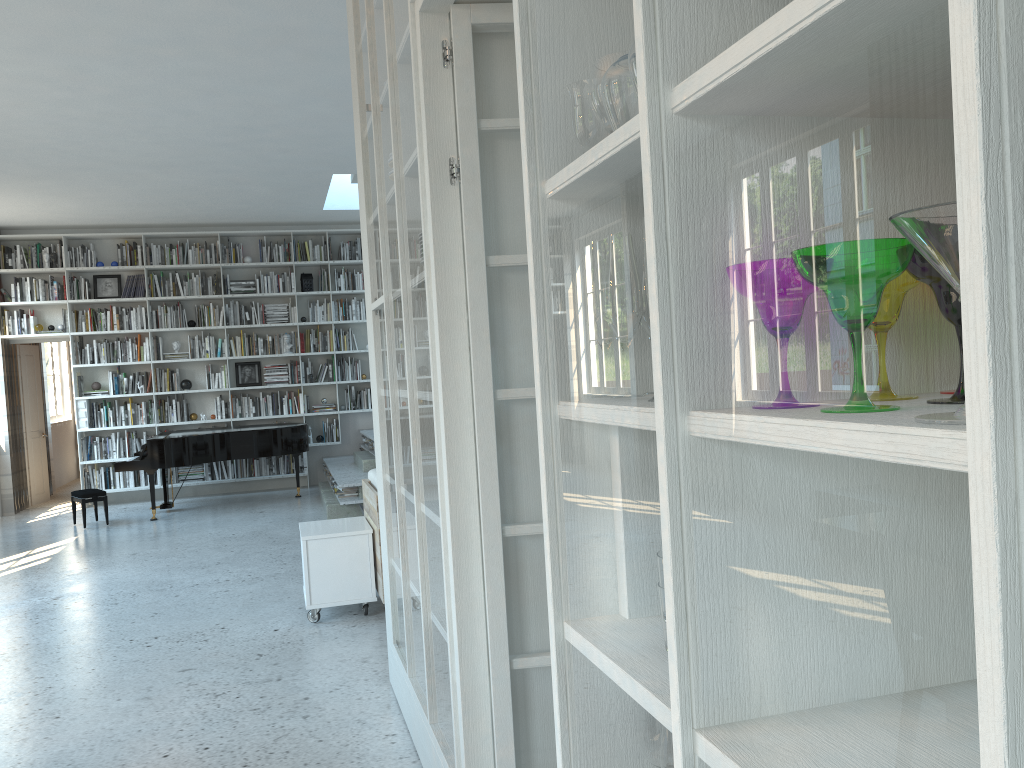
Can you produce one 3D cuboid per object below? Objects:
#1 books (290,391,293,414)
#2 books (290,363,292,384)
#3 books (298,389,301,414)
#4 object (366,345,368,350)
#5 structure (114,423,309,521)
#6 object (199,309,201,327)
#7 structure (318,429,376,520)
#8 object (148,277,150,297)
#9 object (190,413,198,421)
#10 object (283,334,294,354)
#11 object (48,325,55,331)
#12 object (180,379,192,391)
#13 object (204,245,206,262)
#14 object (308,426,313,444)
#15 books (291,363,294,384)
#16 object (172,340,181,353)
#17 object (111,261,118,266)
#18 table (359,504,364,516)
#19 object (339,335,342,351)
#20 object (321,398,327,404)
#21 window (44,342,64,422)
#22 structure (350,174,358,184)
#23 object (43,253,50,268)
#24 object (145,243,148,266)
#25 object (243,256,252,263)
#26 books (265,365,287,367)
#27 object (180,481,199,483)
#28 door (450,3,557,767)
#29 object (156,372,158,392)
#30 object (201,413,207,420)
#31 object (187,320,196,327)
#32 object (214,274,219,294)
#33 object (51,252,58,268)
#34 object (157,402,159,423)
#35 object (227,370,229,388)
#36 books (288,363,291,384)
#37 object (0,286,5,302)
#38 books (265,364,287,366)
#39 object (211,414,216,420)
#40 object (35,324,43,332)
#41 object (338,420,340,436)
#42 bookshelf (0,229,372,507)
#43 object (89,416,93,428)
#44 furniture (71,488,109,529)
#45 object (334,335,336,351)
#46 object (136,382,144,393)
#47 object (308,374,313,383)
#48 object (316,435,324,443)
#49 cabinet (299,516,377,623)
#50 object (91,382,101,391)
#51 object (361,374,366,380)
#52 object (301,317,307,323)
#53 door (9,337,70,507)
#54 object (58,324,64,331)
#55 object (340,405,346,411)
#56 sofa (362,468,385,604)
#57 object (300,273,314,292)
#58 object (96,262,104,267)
[{"bbox_3d":[-2.712,0.227,10.912,0.010,0.284,0.132,-4,2,-15],"label":"books"},{"bbox_3d":[-2.717,-0.128,10.882,0.011,0.261,0.184,-4,2,-15],"label":"books"},{"bbox_3d":[-2.623,0.213,10.926,0.011,0.300,0.149,-4,2,-15],"label":"books"},{"bbox_3d":[-1.787,-0.461,11.078,0.071,0.072,0.071,-2,2,34],"label":"object"},{"bbox_3d":[-3.159,0.917,9.632,1.918,0.833,1.334,-4,1,-15],"label":"structure"},{"bbox_3d":[-3.730,-0.783,10.620,0.010,0.225,0.142,-4,2,-15],"label":"object"},{"bbox_3d":[-0.707,0.859,9.972,2.898,0.659,3.112,-4,1,-15],"label":"structure"},{"bbox_3d":[-4.274,-1.129,10.461,0.012,0.254,0.161,-4,2,-15],"label":"object"},{"bbox_3d":[-3.805,0.393,10.598,0.091,0.092,0.091,-5,2,-37],"label":"object"},{"bbox_3d":[-2.716,-0.483,10.742,0.138,0.244,0.137,-2,2,41],"label":"object"},{"bbox_3d":[-5.287,-0.641,10.179,0.071,0.072,0.071,-5,2,-37],"label":"object"},{"bbox_3d":[-3.879,0.010,10.561,0.133,0.135,0.133,-2,2,34],"label":"object"},{"bbox_3d":[-3.664,-1.533,10.616,0.010,0.247,0.157,-4,2,-15],"label":"object"},{"bbox_3d":[-2.465,0.616,10.826,0.053,0.225,0.046,-3,2,-3],"label":"object"},{"bbox_3d":[-2.698,-0.127,10.899,0.013,0.256,0.162,-4,2,-15],"label":"books"},{"bbox_3d":[-3.991,-0.447,10.544,0.095,0.157,0.121,-3,2,-1],"label":"object"},{"bbox_3d":[-4.624,-1.388,10.325,0.082,0.083,0.082,-5,2,-37],"label":"object"},{"bbox_3d":[-0.549,1.118,7.272,1.269,0.218,1.257,-4,1,-15],"label":"table"},{"bbox_3d":[-2.139,-0.507,11.037,0.013,0.208,0.140,-4,2,-15],"label":"object"},{"bbox_3d":[-2.308,0.208,10.899,0.071,0.072,0.071,-2,2,34],"label":"object"},{"bbox_3d":[-6.645,-0.438,12.582,0.073,2.010,1.982,-4,2,-15],"label":"window"},{"bbox_3d":[-0.576,-0.840,9.584,2.613,3.383,1.954,-4,2,-15],"label":"structure"},{"bbox_3d":[-5.268,-1.389,10.038,0.067,0.198,0.067,-2,2,27],"label":"object"},{"bbox_3d":[-4.297,-1.511,10.449,0.012,0.285,0.159,-4,2,-15],"label":"object"},{"bbox_3d":[-3.188,-1.491,10.697,0.104,0.106,0.104,-5,2,-37],"label":"object"},{"bbox_3d":[-2.887,-0.222,10.842,0.254,0.012,0.161,-4,1,-18],"label":"books"},{"bbox_3d":[-3.826,1.162,10.613,0.254,0.007,0.161,-4,1,-12],"label":"object"},{"bbox_3d":[0.328,0.147,2.294,0.839,2.229,0.067,-4,2,-5],"label":"door"},{"bbox_3d":[-4.201,-0.037,10.512,0.012,0.270,0.130,-4,2,-15],"label":"object"},{"bbox_3d":[-3.672,0.386,10.565,0.060,0.095,0.078,-3,2,2],"label":"object"},{"bbox_3d":[-3.810,-0.712,10.547,0.097,0.098,0.097,-2,2,34],"label":"object"},{"bbox_3d":[-3.506,-1.175,10.516,0.075,0.255,0.075,-5,2,-36],"label":"object"},{"bbox_3d":[-5.190,-1.394,10.059,0.067,0.198,0.067,-2,2,27],"label":"object"},{"bbox_3d":[-4.188,0.337,10.509,0.012,0.254,0.161,-4,2,-15],"label":"object"},{"bbox_3d":[-3.426,-0.060,10.723,0.017,0.216,0.103,-4,2,-15],"label":"object"},{"bbox_3d":[-2.729,-0.124,10.882,0.012,0.254,0.161,-4,2,-15],"label":"books"},{"bbox_3d":[-5.792,-1.052,10.040,0.035,0.295,0.176,-4,2,-15],"label":"object"},{"bbox_3d":[-2.887,-0.234,10.839,0.254,0.012,0.161,-4,1,-11],"label":"books"},{"bbox_3d":[-3.576,0.394,10.615,0.061,0.062,0.061,-2,2,34],"label":"object"},{"bbox_3d":[-5.387,-0.641,10.102,0.087,0.088,0.087,-2,2,34],"label":"object"},{"bbox_3d":[-2.140,0.578,10.971,0.011,0.260,0.142,-4,2,-15],"label":"object"},{"bbox_3d":[-2.799,-0.268,10.802,6.295,3.143,0.330,-4,2,-15],"label":"bookshelf"},{"bbox_3d":[-4.837,0.437,10.189,0.045,0.146,0.045,-3,2,24],"label":"object"},{"bbox_3d":[-4.206,1.226,8.831,0.239,0.353,0.467,-5,2,-40],"label":"furniture"},{"bbox_3d":[-2.215,-0.540,11.033,0.013,0.283,0.135,-4,2,-15],"label":"object"},{"bbox_3d":[-4.316,0.040,10.301,0.081,0.140,0.044,-4,2,-31],"label":"object"},{"bbox_3d":[-2.448,-0.068,10.795,0.054,0.113,0.079,-4,2,-16],"label":"object"},{"bbox_3d":[-2.356,0.675,10.880,0.093,0.095,0.093,-2,2,34],"label":"object"},{"bbox_3d":[-0.993,1.048,5.037,0.380,0.487,0.502,-4,2,-15],"label":"cabinet"},{"bbox_3d":[-4.831,0.027,10.307,0.105,0.106,0.105,-5,2,-37],"label":"object"},{"bbox_3d":[-1.858,-0.088,11.101,0.071,0.072,0.071,-2,2,34],"label":"object"},{"bbox_3d":[-2.543,-0.785,10.819,0.071,0.072,0.071,-2,2,34],"label":"object"},{"bbox_3d":[-5.556,0.460,10.712,0.834,1.981,0.786,-4,2,-15],"label":"door"},{"bbox_3d":[-5.180,-0.648,10.186,0.071,0.072,0.071,-5,2,-37],"label":"object"},{"bbox_3d":[-2.105,0.294,11.037,0.071,0.072,0.071,-2,2,34],"label":"object"},{"bbox_3d":[0.252,0.784,5.344,2.194,0.854,0.871,-4,2,-15],"label":"sofa"},{"bbox_3d":[-2.509,-1.238,10.850,0.135,0.248,0.135,-4,2,-25],"label":"object"},{"bbox_3d":[-4.776,-1.378,10.285,0.082,0.083,0.082,-5,2,-37],"label":"object"}]
